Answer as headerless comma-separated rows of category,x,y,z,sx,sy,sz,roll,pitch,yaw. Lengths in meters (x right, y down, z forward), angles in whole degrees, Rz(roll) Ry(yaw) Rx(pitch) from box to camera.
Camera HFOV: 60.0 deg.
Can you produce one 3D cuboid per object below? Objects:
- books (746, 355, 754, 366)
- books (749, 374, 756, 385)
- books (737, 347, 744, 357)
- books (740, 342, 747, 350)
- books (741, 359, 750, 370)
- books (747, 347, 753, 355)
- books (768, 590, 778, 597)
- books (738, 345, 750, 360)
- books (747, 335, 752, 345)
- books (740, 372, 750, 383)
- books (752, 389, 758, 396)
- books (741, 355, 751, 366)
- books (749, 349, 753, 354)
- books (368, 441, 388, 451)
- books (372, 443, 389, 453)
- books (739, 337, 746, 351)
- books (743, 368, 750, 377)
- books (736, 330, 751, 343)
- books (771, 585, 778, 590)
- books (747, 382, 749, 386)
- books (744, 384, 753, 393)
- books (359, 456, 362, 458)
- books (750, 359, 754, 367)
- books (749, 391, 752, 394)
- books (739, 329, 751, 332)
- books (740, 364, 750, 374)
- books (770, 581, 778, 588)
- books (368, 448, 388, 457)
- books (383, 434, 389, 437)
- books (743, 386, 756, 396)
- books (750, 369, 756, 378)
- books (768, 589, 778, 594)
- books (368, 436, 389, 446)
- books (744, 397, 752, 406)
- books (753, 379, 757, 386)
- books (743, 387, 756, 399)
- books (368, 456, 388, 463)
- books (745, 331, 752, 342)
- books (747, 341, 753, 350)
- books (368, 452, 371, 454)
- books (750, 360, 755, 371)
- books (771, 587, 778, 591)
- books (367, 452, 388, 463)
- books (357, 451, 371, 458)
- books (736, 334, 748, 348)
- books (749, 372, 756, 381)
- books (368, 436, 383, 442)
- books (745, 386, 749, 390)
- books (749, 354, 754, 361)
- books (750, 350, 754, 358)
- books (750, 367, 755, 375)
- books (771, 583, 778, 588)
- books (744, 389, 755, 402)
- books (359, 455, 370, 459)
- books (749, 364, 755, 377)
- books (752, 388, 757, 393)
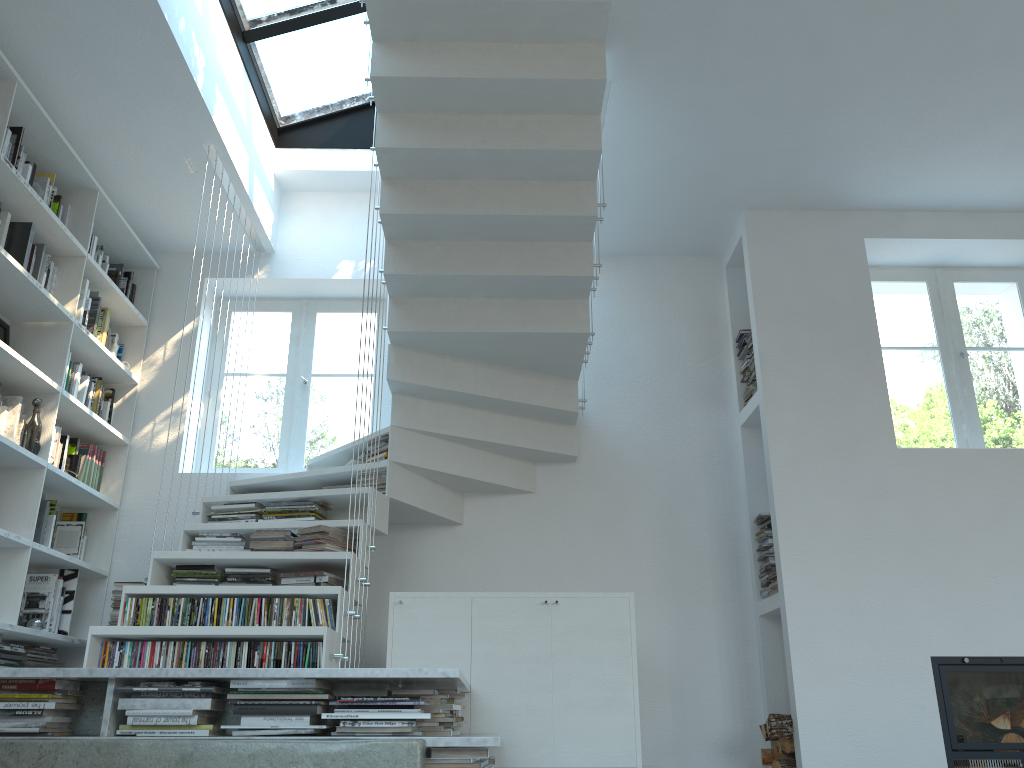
books,1.433,-0.125,4.858,0.260,0.009,0.141,1,-21,-2
books,1.432,-0.028,4.829,0.249,0.012,0.151,1,-21,-3
books,1.466,-0.186,5.134,0.300,0.007,0.128,0,-21,-1
books,1.467,-0.209,5.112,0.289,0.006,0.165,-1,-21,3
books,1.466,-0.108,5.099,0.265,0.016,0.138,0,-21,-1
books,1.441,-0.193,4.901,0.237,0.008,0.171,1,-21,-3
books,1.416,1.046,4.428,0.232,0.011,0.160,0,-21,0
books,1.467,-0.180,5.096,0.294,0.013,0.185,0,-21,1
books,1.441,-0.251,4.910,0.246,0.009,0.146,0,-21,1
books,1.465,-0.036,5.046,0.297,0.007,0.148,0,-21,0
books,1.435,0.036,4.807,0.225,0.011,0.143,1,-21,-4
books,1.467,-0.131,5.088,0.267,0.017,0.156,-1,-21,3
books,1.441,-0.191,4.884,0.231,0.008,0.136,1,-21,-4
books,-0.603,0.342,4.567,0.251,0.017,0.135,17,-27,-38
books,-0.582,0.355,4.537,0.213,0.028,0.191,16,-26,-36
books,1.467,-0.232,5.115,0.281,0.014,0.171,-1,-21,4
books,1.467,-0.076,5.053,0.249,0.006,0.190,1,-21,-4
books,1.458,-0.277,5.153,0.288,0.017,0.136,-1,-21,3
books,1.416,1.017,4.432,0.209,0.007,0.131,-1,-21,4
books,1.465,-0.014,5.037,0.223,0.011,0.135,2,-21,-6
books,1.465,0.028,5.010,0.264,0.019,0.170,1,-21,-2
books,-0.751,0.420,4.748,0.173,0.014,0.197,12,-24,-29
books,1.433,-0.116,4.856,0.236,0.009,0.129,-1,-21,4
books,1.465,0.062,5.003,0.254,0.012,0.161,1,-21,-2
books,1.458,-0.290,5.153,0.283,0.008,0.140,-1,-21,4
books,1.466,-0.080,5.084,0.292,0.013,0.127,2,-21,-5
books,1.416,1.002,4.444,0.211,0.016,0.154,0,-21,1
books,-0.586,0.374,4.535,0.163,0.010,0.257,-19,-28,40
books,-0.590,0.297,4.569,0.227,0.014,0.160,16,-26,-35
books,1.465,0.042,5.009,0.290,0.008,0.147,-1,-21,3
books,1.433,-0.062,4.837,0.234,0.016,0.147,0,-21,0
books,1.416,1.039,4.437,0.224,0.010,0.162,1,-21,-4
books,-0.582,0.320,4.550,0.175,0.012,0.284,-19,-28,40
books,1.465,0.105,4.992,0.290,0.007,0.131,2,-21,-6
books,1.433,-0.019,4.818,0.207,0.013,0.141,1,-21,-2
books,1.465,0.050,5.005,0.282,0.010,0.170,0,-21,-1
books,-0.597,0.415,4.533,0.247,0.015,0.142,19,-28,-40
books,1.441,-0.267,4.915,0.255,0.024,0.139,1,-21,-4
books,1.441,-0.217,4.885,0.259,0.023,0.114,2,-21,-5
books,-0.745,0.413,4.755,0.157,0.005,0.269,12,-24,-29
books,1.433,-0.105,4.849,0.232,0.017,0.135,0,-21,1
books,1.416,1.028,4.436,0.202,0.010,0.155,-1,-21,2
books,-0.588,0.396,4.529,0.250,0.017,0.181,17,-27,-38
books,-0.745,0.404,4.759,0.157,0.014,0.301,12,-24,-29
books,1.467,-0.246,5.122,0.299,0.006,0.193,0,-21,-1
books,1.433,-0.038,4.830,0.257,0.006,0.136,-1,-21,3
books,-0.603,0.316,4.578,0.261,0.016,0.129,17,-27,-37
books,1.465,0.017,5.028,0.245,0.016,0.138,1,-21,-4
books,1.433,-0.134,4.855,0.254,0.006,0.128,0,-21,0
books,1.433,-0.179,4.879,0.214,0.020,0.141,0,-21,1
books,1.433,-0.074,4.837,0.241,0.007,0.134,0,-21,1
books,1.416,1.007,4.426,0.215,0.007,0.131,0,-21,-1
books,1.465,0.070,4.988,0.274,0.014,0.175,1,-21,-3
books,-0.756,0.431,4.741,0.175,0.012,0.266,11,-24,-27
books,1.432,-0.077,4.858,0.237,0.014,0.159,-1,-21,4
books,1.432,0.026,4.821,0.208,0.008,0.164,2,-21,-6
